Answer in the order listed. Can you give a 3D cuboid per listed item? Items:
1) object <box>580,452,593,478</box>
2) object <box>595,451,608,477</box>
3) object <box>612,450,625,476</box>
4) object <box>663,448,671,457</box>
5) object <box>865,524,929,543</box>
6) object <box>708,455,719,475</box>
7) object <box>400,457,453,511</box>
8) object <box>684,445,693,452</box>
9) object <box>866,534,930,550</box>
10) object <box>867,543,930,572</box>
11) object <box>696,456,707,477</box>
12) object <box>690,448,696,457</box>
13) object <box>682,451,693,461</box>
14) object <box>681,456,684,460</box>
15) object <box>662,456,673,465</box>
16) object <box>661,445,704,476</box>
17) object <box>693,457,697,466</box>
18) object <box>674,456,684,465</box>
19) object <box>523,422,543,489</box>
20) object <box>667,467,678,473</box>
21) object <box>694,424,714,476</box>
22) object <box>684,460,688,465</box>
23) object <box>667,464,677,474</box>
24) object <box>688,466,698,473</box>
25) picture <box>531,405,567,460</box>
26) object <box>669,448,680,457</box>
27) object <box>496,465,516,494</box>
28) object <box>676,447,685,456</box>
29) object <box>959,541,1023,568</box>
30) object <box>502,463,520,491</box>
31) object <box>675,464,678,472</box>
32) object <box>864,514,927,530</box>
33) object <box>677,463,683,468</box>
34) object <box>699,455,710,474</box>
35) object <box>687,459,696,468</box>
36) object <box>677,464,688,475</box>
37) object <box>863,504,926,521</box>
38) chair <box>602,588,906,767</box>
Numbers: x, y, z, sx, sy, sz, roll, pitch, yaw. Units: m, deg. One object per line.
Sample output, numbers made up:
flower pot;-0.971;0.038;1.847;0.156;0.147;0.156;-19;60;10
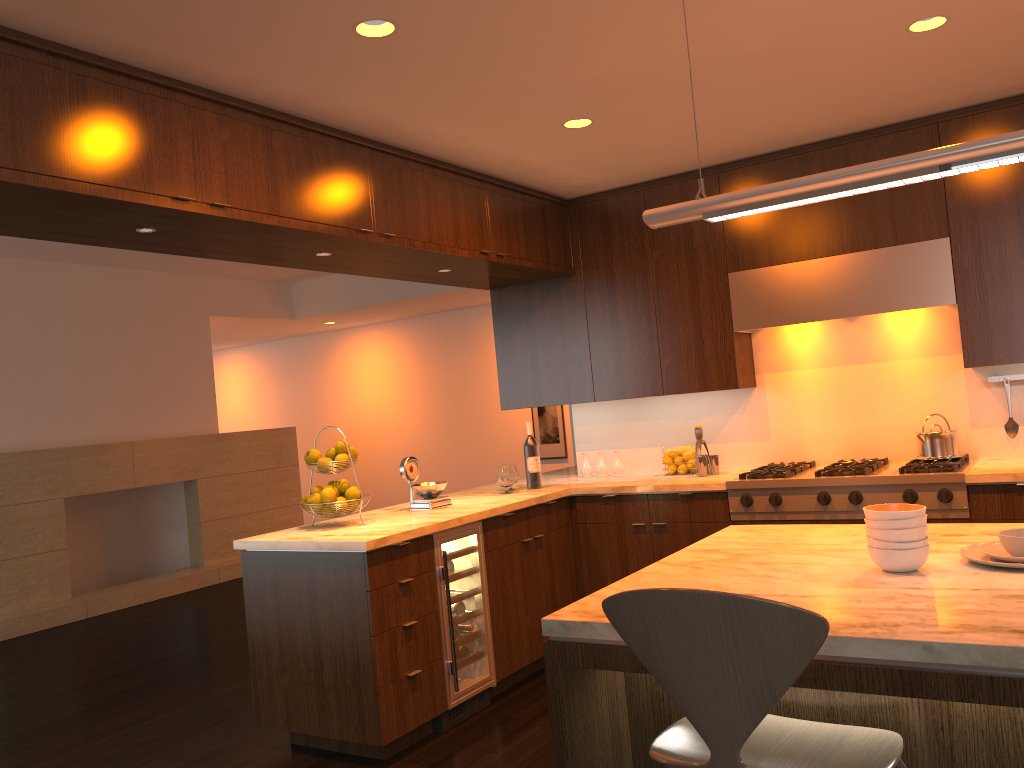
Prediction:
object;0.456;0.498;5.473;0.079;0.154;0.079;-6;-2;15
object;0.545;0.488;5.413;0.079;0.154;0.079;-6;-2;15
object;0.637;0.478;5.352;0.079;0.154;0.079;-6;-2;15
object;0.901;0.401;5.102;0.052;0.060;0.057;-4;-2;-36
object;0.915;0.366;2.105;0.140;0.062;0.139;-6;-2;32
object;1.112;0.445;4.880;0.060;0.106;0.060;-5;-2;-25
object;-0.438;0.498;4.513;0.231;0.266;0.191;-6;-2;35
object;1.027;0.385;5.144;0.050;0.060;0.059;-5;-2;-25
object;0.917;0.387;2.105;0.140;0.068;0.139;-6;-2;15
object;0.919;0.412;2.105;0.140;0.059;0.139;-6;-2;24
object;1.036;0.451;4.834;0.060;0.106;0.060;-5;-2;-25
object;1.036;0.395;5.077;0.051;0.053;0.063;-5;-2;-12
object;0.998;0.409;5.034;0.061;0.052;0.053;-5;-2;-11
object;0.993;0.417;5.132;0.055;0.051;0.061;-4;-2;-30
object;0.892;0.440;5.074;0.063;0.051;0.053;-6;-2;34
object;0.981;0.429;5.099;0.207;0.175;0.189;-6;-2;30
object;1.044;0.445;5.070;0.051;0.055;0.061;-7;-2;45
object;0.949;0.436;5.050;0.052;0.053;0.062;-6;-2;37
object;0.113;0.406;5.047;0.095;0.378;0.094;-4;-2;-32
object;0.925;0.492;5.120;0.061;0.053;0.053;-6;-2;18
object;1.021;0.361;4.850;0.101;0.288;0.088;-4;-2;-28
object;1.013;0.445;5.077;0.051;0.053;0.062;-5;-2;-17
object;0.914;0.485;5.064;0.060;0.057;0.052;-5;-2;-23
object;1.030;0.481;5.045;0.051;0.053;0.063;-5;-2;-17
picture;0.381;0.231;9.803;0.398;1.200;0.012;-6;-2;32
object;0.925;0.393;5.055;0.063;0.051;0.053;-6;-2;23
object;-0.035;0.529;4.896;0.112;0.151;0.112;-4;-2;-39
object;0.968;0.387;5.096;0.051;0.053;0.063;-5;-2;-23
object;1.221;0.402;2.079;0.310;0.021;0.309;-6;-2;32
object;-0.012;0.531;5.048;0.112;0.151;0.112;-4;-2;-39
object;0.949;0.490;5.175;0.053;0.053;0.061;-6;-2;20
object;0.913;0.344;2.106;0.140;0.064;0.139;-5;-2;7
object;0.972;0.481;5.086;0.057;0.060;0.052;-5;-2;-19
object;1.077;0.450;4.946;0.060;0.106;0.060;-5;-2;-25
object;1.012;0.454;5.008;0.052;0.054;0.061;-7;-2;42
object;0.972;0.485;5.043;0.064;0.063;0.074;-5;-2;-4
object;0.911;0.323;2.107;0.140;0.062;0.139;-7;-2;41
chair;0.498;0.863;1.698;0.520;1.047;0.506;-6;-2;37
